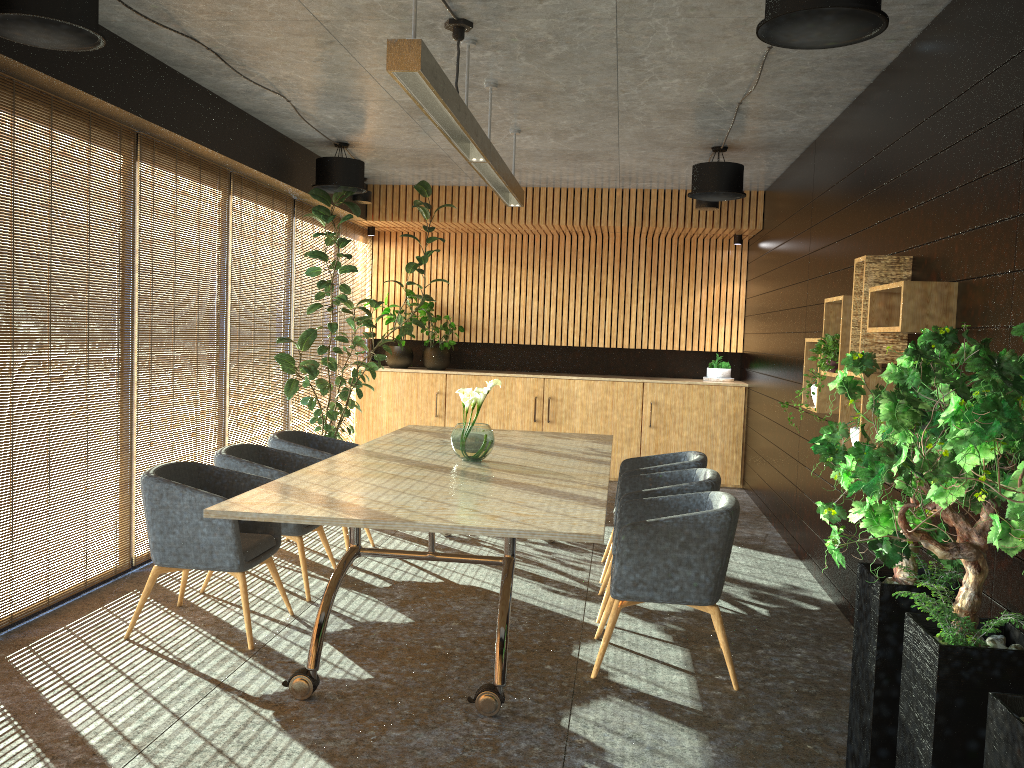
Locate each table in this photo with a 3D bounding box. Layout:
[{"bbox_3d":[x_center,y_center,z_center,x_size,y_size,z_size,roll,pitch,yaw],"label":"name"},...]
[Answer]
[{"bbox_3d":[-0.279,0.970,5.903,1.816,0.927,3.932,2,3,7],"label":"table"}]

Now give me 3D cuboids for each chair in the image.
[{"bbox_3d":[0.954,1.016,5.752,0.761,0.944,0.706,2,3,7],"label":"chair"},{"bbox_3d":[-1.736,0.951,5.176,0.761,0.944,0.706,2,3,7],"label":"chair"},{"bbox_3d":[1.065,0.969,6.644,0.761,0.944,0.706,2,3,7],"label":"chair"},{"bbox_3d":[0.843,1.063,4.861,0.761,0.944,0.706,2,3,7],"label":"chair"},{"bbox_3d":[-1.514,0.856,6.959,0.761,0.944,0.706,2,3,7],"label":"chair"},{"bbox_3d":[-1.625,0.904,6.067,0.761,0.944,0.706,2,3,7],"label":"chair"}]

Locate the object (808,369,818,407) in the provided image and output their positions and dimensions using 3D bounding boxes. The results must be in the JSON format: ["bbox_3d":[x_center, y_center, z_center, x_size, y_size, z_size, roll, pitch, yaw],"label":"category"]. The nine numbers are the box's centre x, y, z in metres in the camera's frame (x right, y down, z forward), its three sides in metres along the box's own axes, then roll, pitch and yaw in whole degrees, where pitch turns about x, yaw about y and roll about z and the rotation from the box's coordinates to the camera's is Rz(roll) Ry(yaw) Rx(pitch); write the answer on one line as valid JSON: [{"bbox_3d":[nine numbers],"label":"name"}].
[{"bbox_3d":[2.123,-0.001,6.046,0.241,0.318,0.226,1,3,-18],"label":"object"}]

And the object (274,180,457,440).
[{"bbox_3d":[-1.794,-0.450,9.239,1.875,3.266,1.958,-1,5,-44],"label":"object"}]

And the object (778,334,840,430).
[{"bbox_3d":[1.955,-0.002,5.564,0.401,0.633,0.445,1,3,-12],"label":"object"}]

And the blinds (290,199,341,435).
[{"bbox_3d":[-2.170,-0.419,9.829,0.039,3.038,1.422,2,3,7],"label":"blinds"}]

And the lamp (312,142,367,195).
[{"bbox_3d":[-1.613,-2.040,8.331,0.513,0.497,0.513,1,4,-22],"label":"lamp"}]

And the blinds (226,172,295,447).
[{"bbox_3d":[-2.354,-0.341,8.349,0.039,3.038,1.422,2,3,7],"label":"blinds"}]

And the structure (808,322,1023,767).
[{"bbox_3d":[1.450,0.678,2.853,0.952,1.987,2.081,3,3,9],"label":"structure"}]

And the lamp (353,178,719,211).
[{"bbox_3d":[0.204,-2.154,9.972,4.179,0.294,0.257,2,3,7],"label":"lamp"}]

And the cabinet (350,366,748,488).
[{"bbox_3d":[0.421,0.507,11.439,4.954,1.272,1.006,2,3,7],"label":"cabinet"}]

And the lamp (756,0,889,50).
[{"bbox_3d":[1.273,-1.663,3.621,0.513,0.497,0.513,5,4,36],"label":"lamp"}]

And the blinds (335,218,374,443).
[{"bbox_3d":[-1.989,-0.496,11.284,0.039,3.038,1.422,2,3,7],"label":"blinds"}]

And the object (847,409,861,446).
[{"bbox_3d":[1.989,0.241,4.999,0.226,0.318,0.241,2,3,7],"label":"object"}]

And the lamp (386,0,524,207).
[{"bbox_3d":[-0.207,-1.754,5.763,0.151,0.618,4.009,2,3,7],"label":"lamp"}]

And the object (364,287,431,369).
[{"bbox_3d":[-1.505,-0.734,11.525,0.640,1.054,0.666,-1,4,-41],"label":"object"}]

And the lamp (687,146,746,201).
[{"bbox_3d":[1.836,-1.889,7.910,0.513,0.497,0.513,5,4,36],"label":"lamp"}]

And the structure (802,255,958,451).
[{"bbox_3d":[2.067,-0.150,5.219,0.242,1.130,2.172,2,3,7],"label":"structure"}]

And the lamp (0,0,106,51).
[{"bbox_3d":[-2.128,-1.811,4.036,0.513,0.497,0.513,2,3,-4],"label":"lamp"}]

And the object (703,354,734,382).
[{"bbox_3d":[2.615,-0.209,11.200,0.384,0.347,0.384,4,4,29],"label":"object"}]

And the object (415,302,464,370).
[{"bbox_3d":[-1.001,-0.624,11.453,0.679,0.880,0.512,3,3,10],"label":"object"}]

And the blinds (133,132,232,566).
[{"bbox_3d":[-2.535,-0.264,6.894,0.039,3.038,1.422,2,3,7],"label":"blinds"}]

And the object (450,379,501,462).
[{"bbox_3d":[-0.253,0.234,5.883,0.295,0.546,0.322,3,3,17],"label":"object"}]

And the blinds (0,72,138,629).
[{"bbox_3d":[-2.641,-0.016,2.848,1.388,3.075,6.486,1,3,-12],"label":"blinds"}]
